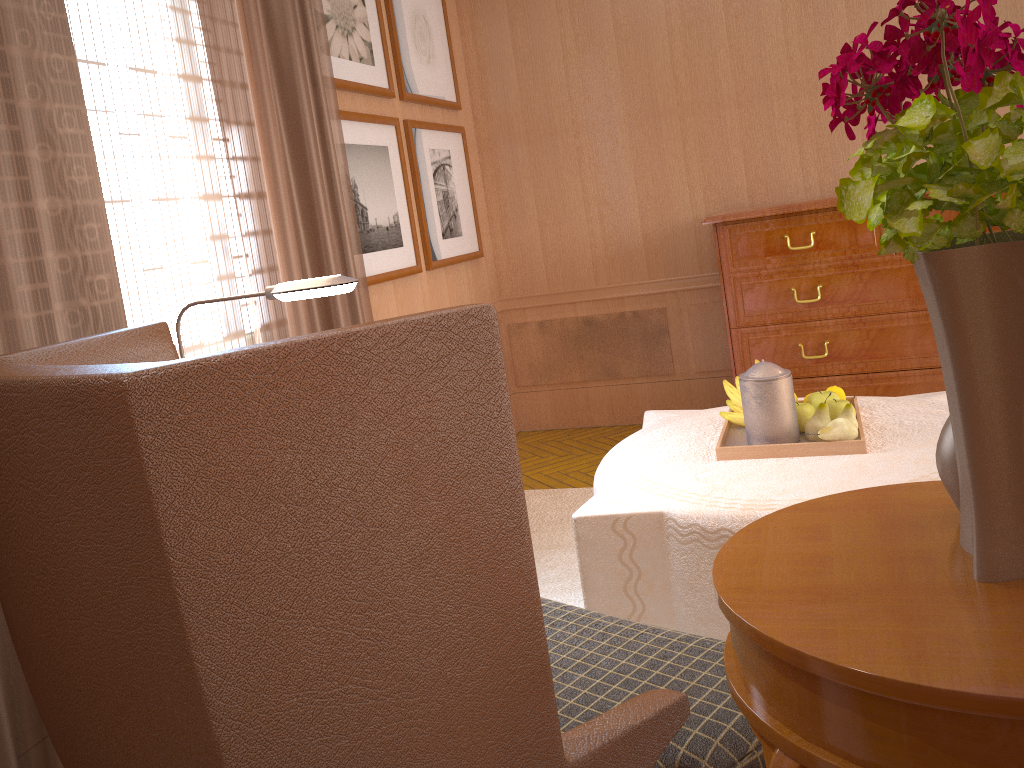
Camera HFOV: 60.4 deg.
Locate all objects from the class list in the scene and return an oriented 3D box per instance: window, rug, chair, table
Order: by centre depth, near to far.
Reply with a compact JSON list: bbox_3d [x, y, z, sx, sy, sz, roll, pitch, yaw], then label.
[{"bbox_3d":[1.001,1.000,1.683,1.033,1.361,0.940,-5,7,27],"label":"table"},{"bbox_3d":[-0.346,0.750,2.452,1.904,1.957,1.746,-1,10,45],"label":"chair"},{"bbox_3d":[2.436,1.249,2.962,7.919,0.020,6.107,-5,11,20],"label":"rug"},{"bbox_3d":[-2.260,-1.424,4.404,0.843,3.349,2.473,-7,6,20],"label":"window"}]

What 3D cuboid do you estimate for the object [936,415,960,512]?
[{"bbox_3d":[0.975,0.102,1.822,0.188,0.355,0.185,-12,7,-37],"label":"object"}]

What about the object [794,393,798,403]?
[{"bbox_3d":[1.438,0.098,4.598,0.115,0.132,0.108,-11,7,-23],"label":"object"}]

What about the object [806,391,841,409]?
[{"bbox_3d":[1.533,0.112,4.328,0.170,0.146,0.173,-12,8,-24],"label":"object"}]

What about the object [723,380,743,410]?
[{"bbox_3d":[1.207,0.069,4.386,0.374,0.158,0.105,1,10,43],"label":"object"}]

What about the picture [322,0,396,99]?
[{"bbox_3d":[-1.234,-2.749,6.395,0.047,1.237,1.271,-7,7,20],"label":"picture"}]

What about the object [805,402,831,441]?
[{"bbox_3d":[1.413,0.185,4.052,0.131,0.195,0.130,-13,7,-34],"label":"object"}]

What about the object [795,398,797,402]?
[{"bbox_3d":[1.371,0.057,4.497,0.072,0.170,0.401,-9,10,-4],"label":"object"}]

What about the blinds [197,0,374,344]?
[{"bbox_3d":[-1.298,-1.073,5.352,0.265,4.751,1.467,-7,5,19],"label":"blinds"}]

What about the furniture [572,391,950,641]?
[{"bbox_3d":[1.403,0.696,4.231,1.942,0.891,1.985,-6,10,17],"label":"furniture"}]

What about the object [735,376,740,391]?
[{"bbox_3d":[1.241,0.030,4.480,0.092,0.127,0.411,-11,10,-21],"label":"object"}]

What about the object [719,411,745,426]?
[{"bbox_3d":[1.208,0.123,4.376,0.390,0.184,0.072,-2,7,34],"label":"object"}]

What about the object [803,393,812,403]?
[{"bbox_3d":[1.561,0.098,4.503,0.133,0.109,0.113,-5,8,23],"label":"object"}]

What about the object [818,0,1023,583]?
[{"bbox_3d":[0.847,-0.210,1.610,0.454,1.080,0.532,-7,5,18],"label":"object"}]

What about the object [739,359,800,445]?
[{"bbox_3d":[1.190,0.078,4.087,0.235,0.389,0.236,-10,6,-13],"label":"object"}]

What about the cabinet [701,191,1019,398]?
[{"bbox_3d":[3.095,-0.576,6.973,2.753,1.927,1.439,-5,7,20],"label":"cabinet"}]

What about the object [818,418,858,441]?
[{"bbox_3d":[1.448,0.223,3.889,0.132,0.127,0.197,-2,10,39],"label":"object"}]

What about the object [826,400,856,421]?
[{"bbox_3d":[1.543,0.145,4.166,0.158,0.133,0.158,-5,8,24],"label":"object"}]

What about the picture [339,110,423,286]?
[{"bbox_3d":[-1.027,-1.371,6.487,0.047,1.237,1.271,-7,7,20],"label":"picture"}]

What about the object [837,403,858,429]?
[{"bbox_3d":[1.519,0.163,4.007,0.099,0.147,0.098,-13,7,-34],"label":"object"}]

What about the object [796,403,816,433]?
[{"bbox_3d":[1.379,0.162,4.208,0.158,0.133,0.158,-5,8,24],"label":"object"}]

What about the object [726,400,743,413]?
[{"bbox_3d":[1.240,0.109,4.431,0.062,0.180,0.394,-12,10,-40],"label":"object"}]

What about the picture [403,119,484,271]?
[{"bbox_3d":[-0.576,-1.688,7.809,0.047,1.237,1.271,-7,7,20],"label":"picture"}]

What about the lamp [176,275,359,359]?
[{"bbox_3d":[-0.746,0.640,3.211,0.633,2.010,0.565,-10,5,-18],"label":"lamp"}]

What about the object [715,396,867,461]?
[{"bbox_3d":[1.356,0.208,4.277,0.636,0.059,0.815,-5,11,20],"label":"object"}]

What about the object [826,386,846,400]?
[{"bbox_3d":[1.655,0.076,4.515,0.115,0.132,0.108,-11,7,-23],"label":"object"}]

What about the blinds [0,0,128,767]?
[{"bbox_3d":[-2.042,-0.545,3.166,0.265,4.761,1.448,-7,5,21],"label":"blinds"}]

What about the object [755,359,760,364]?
[{"bbox_3d":[1.346,-0.018,4.494,0.071,0.167,0.409,-9,10,-3],"label":"object"}]

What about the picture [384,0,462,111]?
[{"bbox_3d":[-0.783,-3.065,7.717,0.047,1.237,1.271,-7,7,20],"label":"picture"}]
